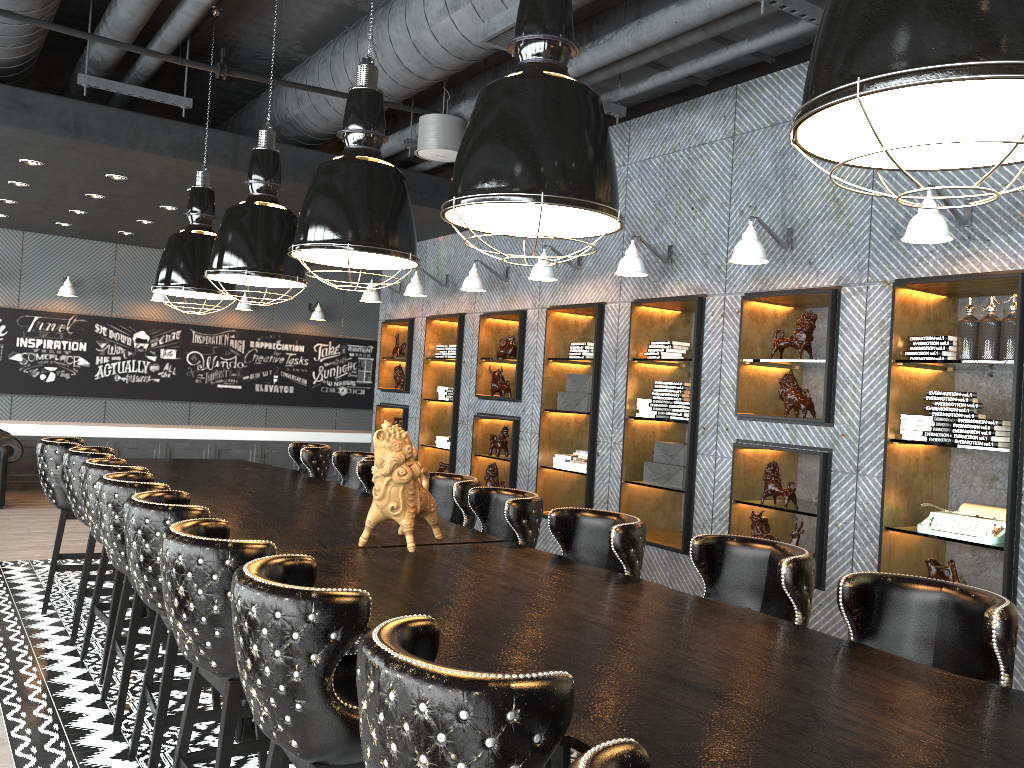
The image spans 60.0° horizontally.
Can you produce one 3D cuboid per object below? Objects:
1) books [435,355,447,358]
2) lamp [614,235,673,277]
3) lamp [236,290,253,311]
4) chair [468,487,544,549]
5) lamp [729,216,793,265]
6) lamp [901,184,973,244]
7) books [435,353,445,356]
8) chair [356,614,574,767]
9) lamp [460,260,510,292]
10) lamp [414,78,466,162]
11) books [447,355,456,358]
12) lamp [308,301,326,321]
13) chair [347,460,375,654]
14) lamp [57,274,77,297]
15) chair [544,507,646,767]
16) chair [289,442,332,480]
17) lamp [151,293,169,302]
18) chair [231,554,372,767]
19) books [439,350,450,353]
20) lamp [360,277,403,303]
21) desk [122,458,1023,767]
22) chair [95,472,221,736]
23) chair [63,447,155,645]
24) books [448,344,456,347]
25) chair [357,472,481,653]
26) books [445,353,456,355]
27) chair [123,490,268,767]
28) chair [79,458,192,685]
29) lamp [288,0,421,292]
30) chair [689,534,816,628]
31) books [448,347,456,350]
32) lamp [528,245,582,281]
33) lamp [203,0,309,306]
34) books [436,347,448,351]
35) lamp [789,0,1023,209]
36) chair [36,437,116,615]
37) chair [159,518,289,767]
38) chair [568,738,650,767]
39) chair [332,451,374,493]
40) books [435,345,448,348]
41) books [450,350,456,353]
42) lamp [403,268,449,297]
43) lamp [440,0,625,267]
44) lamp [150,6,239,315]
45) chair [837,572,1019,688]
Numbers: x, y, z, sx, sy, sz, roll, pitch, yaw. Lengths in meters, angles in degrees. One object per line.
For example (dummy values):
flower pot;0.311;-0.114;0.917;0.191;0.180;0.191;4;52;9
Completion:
books;-0.685;-0.286;9.523;0.193;0.028;0.245;4;-1;-30
lamp;0.982;-0.923;6.420;0.489;0.287;0.243;4;-1;-18
lamp;-3.890;-1.214;12.896;0.243;0.287;0.490;4;-1;-18
chair;-0.160;1.074;4.343;0.568;1.092;0.504;4;-1;-26
lamp;1.588;-0.892;5.516;0.489;0.287;0.243;4;-1;-18
lamp;2.235;-0.870;4.551;0.489;0.287;0.243;4;-1;-18
books;-0.703;-0.315;9.535;0.193;0.028;0.245;4;-1;-22
chair;-0.057;1.059;1.800;0.568;1.092;0.504;4;-1;-40
lamp;-0.234;-1.001;8.237;0.489;0.287;0.243;4;-1;-18
lamp;-0.496;-2.196;6.538;0.380;1.046;0.381;4;-1;-7
books;-0.523;-0.278;9.285;0.245;0.028;0.193;3;-1;35
lamp;-2.964;-1.115;13.519;0.243;0.287;0.490;4;-1;-18
chair;-0.878;1.040;5.528;0.568;1.092;0.504;4;-1;-43
lamp;-5.797;-1.288;11.617;0.243;0.287;0.490;4;-1;-18
chair;0.246;1.094;3.699;0.568;1.092;0.504;4;-1;-32
chair;-1.681;1.001;6.710;0.568;1.092;0.504;4;-1;-25
lamp;-4.846;-1.278;12.254;0.243;0.287;0.490;4;-1;-18
chair;-0.484;1.037;2.360;0.568;1.092;0.504;4;-1;-30
books;-0.648;-0.340;9.546;0.193;0.028;0.245;4;-1;-27
lamp;-1.479;-1.069;10.096;0.489;0.287;0.243;4;-1;-18
desk;-0.552;1.138;3.681;1.433;0.927;7.596;4;-1;-34
chair;-1.669;0.980;4.148;0.568;1.092;0.504;4;-1;-31
chair;-2.425;0.944;5.349;0.568;1.092;0.504;4;-1;-25
books;-0.515;-0.391;9.287;0.245;0.028;0.193;3;-1;28
chair;-0.486;1.059;4.943;0.568;1.092;0.504;4;-1;-39
books;-0.544;-0.308;9.288;0.245;0.028;0.193;3;-1;43
chair;-1.282;0.998;3.551;0.568;1.092;0.504;4;-1;-29
chair;-2.036;0.962;4.749;0.568;1.092;0.504;4;-1;-37
lamp;-0.682;-1.598;4.225;0.621;2.303;0.621;3;-1;11
chair;0.762;1.121;3.164;0.568;1.092;0.504;4;-1;-32
books;-0.518;-0.362;9.287;0.245;0.028;0.193;3;-1;36
lamp;0.378;-0.997;7.327;0.489;0.287;0.243;4;-1;-18
lamp;-1.495;-1.637;5.438;0.621;2.303;0.621;3;-1;11
books;-0.680;-0.370;9.524;0.193;0.028;0.245;4;-1;-29
lamp;0.943;-1.519;1.800;0.621;2.303;0.621;3;-1;11
chair;-2.886;0.920;5.914;0.568;1.092;0.504;4;-1;-25
chair;-0.888;1.017;2.917;0.568;1.092;0.504;4;-1;-36
chair;0.310;1.076;1.165;0.568;1.092;0.504;4;-1;-41
chair;-1.181;1.027;6.150;0.568;1.092;0.504;4;-1;-37
books;-0.677;-0.399;9.524;0.193;0.028;0.245;4;-1;-37
books;-0.499;-0.333;9.321;0.245;0.028;0.193;3;-1;38
lamp;-0.875;-1.050;9.196;0.489;0.287;0.243;4;-1;-18
lamp;0.130;-1.558;3.012;0.621;2.303;0.621;3;-1;11
lamp;-2.307;-1.677;6.651;0.621;2.303;0.621;3;-1;11
chair;1.122;1.137;2.544;0.568;1.092;0.504;4;-1;-41
